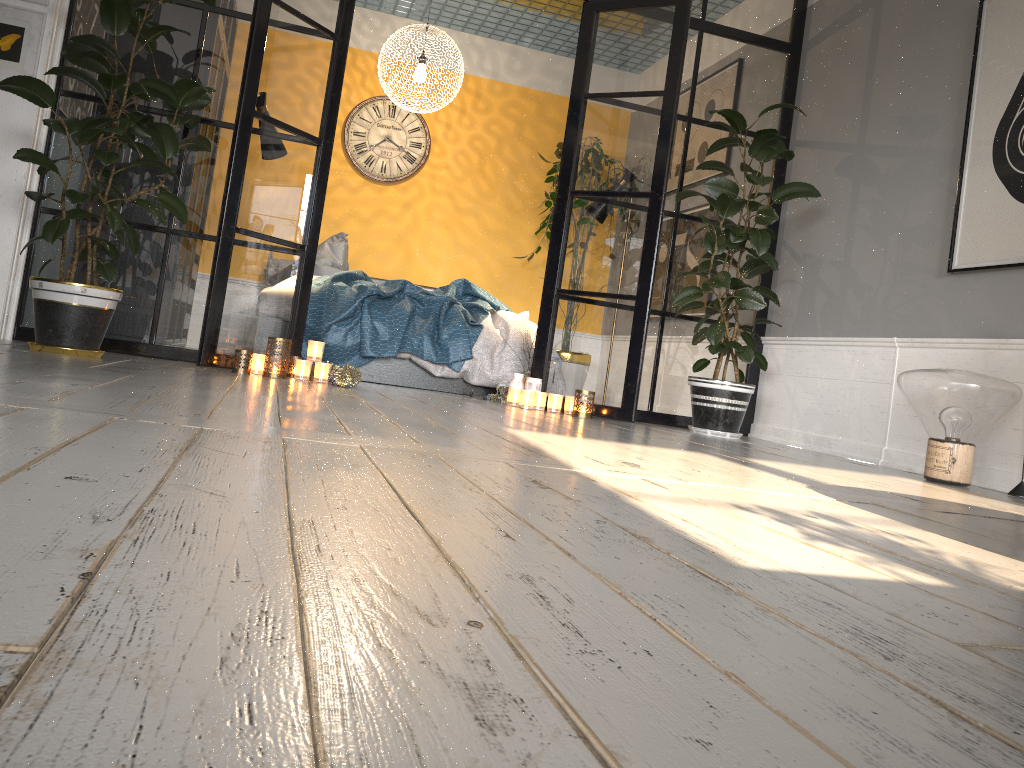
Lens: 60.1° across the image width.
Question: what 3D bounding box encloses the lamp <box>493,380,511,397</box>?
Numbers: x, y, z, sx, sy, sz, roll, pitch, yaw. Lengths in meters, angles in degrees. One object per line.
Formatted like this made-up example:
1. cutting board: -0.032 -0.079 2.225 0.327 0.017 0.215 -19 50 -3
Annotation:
1. lamp: -0.043 0.044 5.086 0.096 0.131 0.108 7 -2 45

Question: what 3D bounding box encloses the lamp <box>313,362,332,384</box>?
1. lamp: -0.913 -0.052 4.258 0.081 0.099 0.080 8 -1 25

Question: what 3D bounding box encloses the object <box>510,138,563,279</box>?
1. object: 0.568 -0.969 7.328 1.338 2.211 1.252 9 -2 -29

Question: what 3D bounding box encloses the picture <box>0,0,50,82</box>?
1. picture: -2.088 -1.721 3.160 0.358 0.754 1.948 9 0 -16

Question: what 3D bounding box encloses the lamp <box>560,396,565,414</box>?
1. lamp: 0.253 0.109 4.744 0.063 0.091 0.063 9 -2 -34

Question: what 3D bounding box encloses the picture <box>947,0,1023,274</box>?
1. picture: 0.168 -1.470 3.177 4.028 1.799 7.302 8 1 -15

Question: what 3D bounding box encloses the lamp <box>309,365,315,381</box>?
1. lamp: -0.973 -0.053 4.354 0.069 0.080 0.069 8 -1 -8

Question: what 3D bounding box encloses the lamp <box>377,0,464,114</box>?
1. lamp: -0.613 -2.477 6.307 0.618 1.099 0.613 7 -2 25

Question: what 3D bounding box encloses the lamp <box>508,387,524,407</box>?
1. lamp: 0.018 0.072 4.734 0.081 0.099 0.080 7 -2 39

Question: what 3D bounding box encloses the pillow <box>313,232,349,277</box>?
1. pillow: -1.400 -0.830 6.457 0.781 0.600 0.499 8 -1 -9

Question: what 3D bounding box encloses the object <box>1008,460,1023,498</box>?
1. object: 1.938 0.070 3.146 0.091 0.703 0.280 9 -3 -23

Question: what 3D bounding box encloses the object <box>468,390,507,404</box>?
1. object: -0.138 0.073 5.057 0.327 0.054 0.087 9 0 39

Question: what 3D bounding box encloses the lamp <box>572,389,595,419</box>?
1. lamp: 0.370 0.104 4.567 0.108 0.141 0.107 7 -2 38

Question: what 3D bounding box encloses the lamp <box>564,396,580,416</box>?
1. lamp: 0.314 0.116 4.652 0.081 0.099 0.080 8 -1 25

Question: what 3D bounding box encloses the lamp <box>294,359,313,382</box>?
1. lamp: -1.002 -0.065 4.241 0.081 0.099 0.080 8 -1 25

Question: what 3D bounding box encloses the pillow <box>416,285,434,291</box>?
1. pillow: -0.745 -0.644 6.637 0.486 0.227 0.590 8 1 34

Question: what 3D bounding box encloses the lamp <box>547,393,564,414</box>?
1. lamp: 0.225 0.103 4.650 0.081 0.099 0.080 8 -1 25

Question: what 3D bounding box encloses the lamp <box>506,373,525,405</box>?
1. lamp: 0.025 0.032 4.862 0.092 0.180 0.092 8 -2 5

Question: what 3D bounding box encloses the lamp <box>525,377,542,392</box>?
1. lamp: 0.111 0.051 4.782 0.093 0.167 0.088 6 -3 41

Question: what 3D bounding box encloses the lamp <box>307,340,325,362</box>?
1. lamp: -0.944 -0.157 4.252 0.081 0.099 0.080 8 -1 25

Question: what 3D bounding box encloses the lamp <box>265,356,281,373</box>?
1. lamp: -1.146 -0.086 4.245 0.081 0.099 0.080 8 -1 25

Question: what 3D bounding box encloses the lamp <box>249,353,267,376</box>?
1. lamp: -1.199 -0.092 4.170 0.081 0.099 0.080 8 -1 25

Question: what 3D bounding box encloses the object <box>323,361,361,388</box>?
1. object: -0.897 -0.055 4.470 0.191 0.118 0.719 8 1 -27

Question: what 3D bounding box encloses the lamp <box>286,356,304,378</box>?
1. lamp: -1.095 -0.086 4.456 0.080 0.107 0.081 9 -1 -16

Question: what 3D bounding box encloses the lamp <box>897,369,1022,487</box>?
1. lamp: 1.700 0.165 3.409 0.433 0.439 0.431 8 -1 7

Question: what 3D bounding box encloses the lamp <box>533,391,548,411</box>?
1. lamp: 0.142 0.091 4.678 0.081 0.099 0.080 8 -1 25

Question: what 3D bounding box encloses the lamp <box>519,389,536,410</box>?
1. lamp: 0.079 0.083 4.615 0.081 0.099 0.080 8 -1 25

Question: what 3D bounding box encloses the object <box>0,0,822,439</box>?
1. object: -0.253 -0.814 4.303 3.885 1.800 1.011 8 -2 -16

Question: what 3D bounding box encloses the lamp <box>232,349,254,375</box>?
1. lamp: -1.245 -0.101 4.092 0.084 0.111 0.084 9 -2 -40

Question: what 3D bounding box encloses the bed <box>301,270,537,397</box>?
1. bed: -0.790 -0.414 6.174 1.892 0.772 2.325 8 1 -15

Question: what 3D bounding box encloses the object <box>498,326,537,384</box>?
1. object: 0.148 -0.127 5.133 0.439 0.523 0.277 8 -2 25

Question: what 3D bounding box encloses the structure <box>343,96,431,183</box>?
1. structure: -1.032 -2.027 7.330 0.725 0.726 0.071 8 -3 -15

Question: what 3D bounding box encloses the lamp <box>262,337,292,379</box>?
1. lamp: -1.100 -0.122 4.148 0.114 0.187 0.115 9 -2 -17
